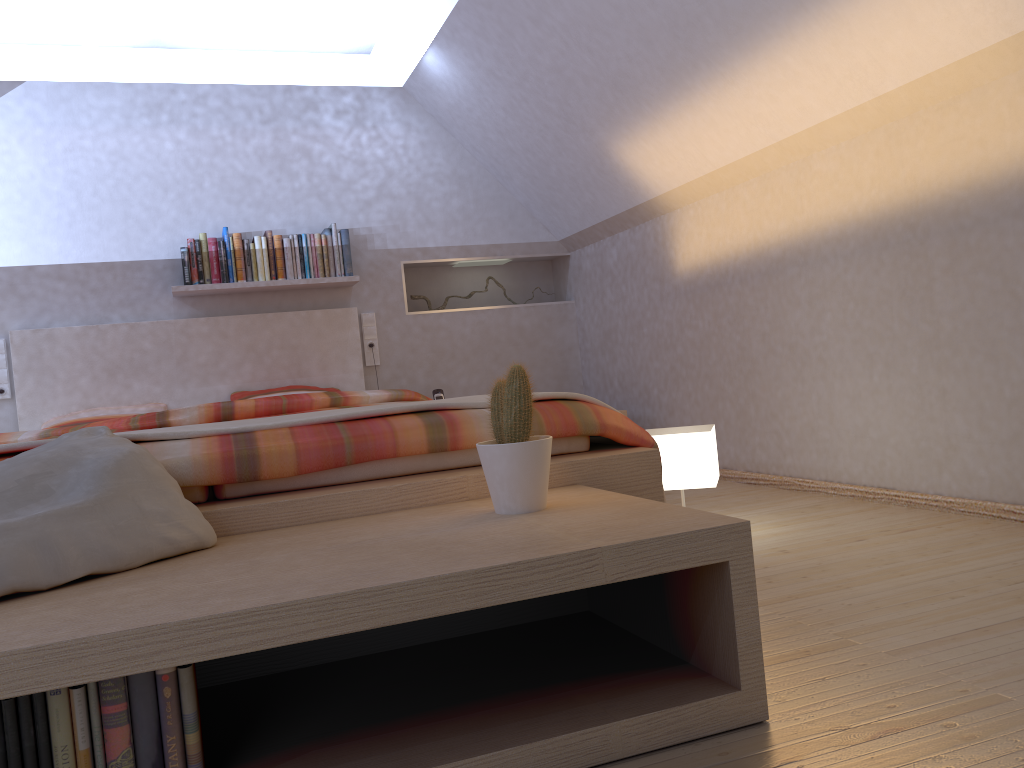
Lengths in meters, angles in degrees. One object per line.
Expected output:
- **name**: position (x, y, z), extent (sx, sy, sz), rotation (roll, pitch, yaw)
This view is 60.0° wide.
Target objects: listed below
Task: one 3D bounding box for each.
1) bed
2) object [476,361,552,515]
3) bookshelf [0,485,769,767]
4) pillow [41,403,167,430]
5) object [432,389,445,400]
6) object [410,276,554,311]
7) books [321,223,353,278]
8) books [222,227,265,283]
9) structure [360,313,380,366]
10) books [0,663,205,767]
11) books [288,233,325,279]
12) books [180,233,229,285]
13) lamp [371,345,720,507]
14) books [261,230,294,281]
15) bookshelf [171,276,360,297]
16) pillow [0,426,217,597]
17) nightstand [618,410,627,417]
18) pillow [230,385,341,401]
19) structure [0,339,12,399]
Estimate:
- **bed**: position (-1.077, 0.134, 3.106), extent (2.087, 0.994, 3.009), rotation (-6, 1, -20)
- **object**: position (0.003, 0.098, 1.660), extent (0.144, 0.294, 0.144), rotation (-6, 1, 6)
- **bookshelf**: position (-0.434, 0.436, 1.389), extent (1.495, 0.303, 0.643), rotation (-6, 1, -20)
- **pillow**: position (-1.897, 0.196, 4.113), extent (0.572, 0.180, 0.492), rotation (-6, 1, -19)
- **object**: position (-0.386, 0.111, 4.761), extent (0.060, 0.169, 0.079), rotation (-6, 1, -20)
- **object**: position (-0.149, -0.537, 5.221), extent (0.905, 0.193, 0.085), rotation (-6, 1, -19)
- **books**: position (-0.937, -0.691, 4.676), extent (0.145, 0.281, 0.200), rotation (-6, 1, -20)
- **books**: position (-1.368, -0.647, 4.522), extent (0.178, 0.281, 0.200), rotation (-6, 1, -20)
- **structure**: position (-0.773, -0.243, 4.835), extent (0.077, 0.286, 0.034), rotation (-6, 1, -20)
- **books**: position (-0.731, 0.470, 1.093), extent (0.652, 0.193, 0.157), rotation (-6, 1, -20)
- **books**: position (-1.077, -0.652, 4.626), extent (0.159, 0.231, 0.200), rotation (-6, 1, -20)
- **books**: position (-1.546, -0.618, 4.450), extent (0.209, 0.260, 0.215), rotation (-6, 1, -20)
- **lamp**: position (-0.001, 0.122, 3.767), extent (0.396, 0.788, 2.551), rotation (-6, 1, -29)
- **books**: position (-1.217, -0.652, 4.571), extent (0.140, 0.260, 0.209), rotation (-6, 1, -20)
- **bookshelf**: position (-1.257, -0.502, 4.554), extent (0.916, 0.028, 0.223), rotation (-6, 1, -20)
- **pillow**: position (-0.842, 0.210, 1.515), extent (0.470, 0.241, 0.498), rotation (-5, 1, 35)
- **nightstand**: position (0.034, 0.341, 4.556), extent (0.859, 0.329, 0.847), rotation (-6, 1, -20)
- **pillow**: position (-1.078, 0.098, 4.355), extent (0.566, 0.188, 0.497), rotation (-6, 1, -19)
- **structure**: position (-2.449, -0.070, 4.236), extent (0.077, 0.286, 0.034), rotation (-6, 1, -20)
